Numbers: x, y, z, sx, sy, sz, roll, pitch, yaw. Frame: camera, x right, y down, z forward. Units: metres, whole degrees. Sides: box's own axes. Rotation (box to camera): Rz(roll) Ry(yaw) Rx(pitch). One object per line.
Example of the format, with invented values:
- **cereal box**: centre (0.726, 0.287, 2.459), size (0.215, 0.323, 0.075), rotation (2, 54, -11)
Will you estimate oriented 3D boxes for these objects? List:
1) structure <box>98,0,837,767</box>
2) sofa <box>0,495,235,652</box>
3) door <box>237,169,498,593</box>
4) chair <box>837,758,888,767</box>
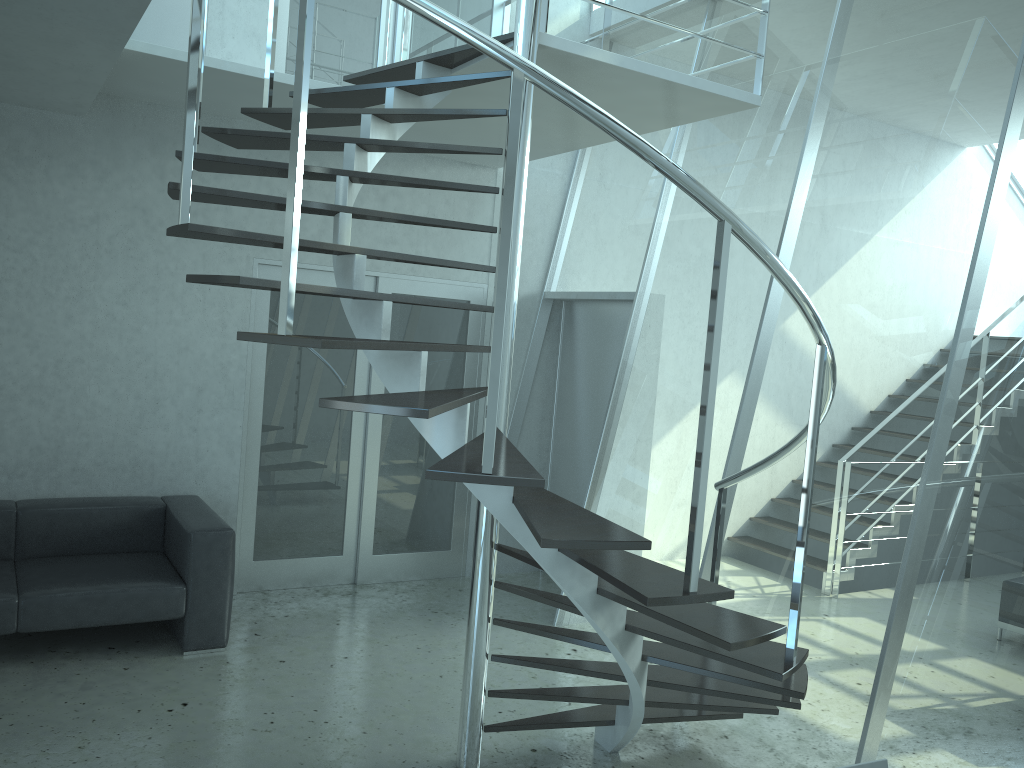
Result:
- **structure**: centre (-0.348, -0.542, 4.057), size (2.655, 4.156, 3.780), rotation (3, 4, -31)
- **sofa**: centre (-2.547, 0.989, 4.550), size (2.025, 0.652, 0.943), rotation (3, 4, -31)
- **door**: centre (-0.751, -0.045, 6.659), size (1.162, 3.200, 2.576), rotation (6, 3, 17)
- **chair**: centre (0.798, 1.333, 1.843), size (0.413, 0.857, 0.492), rotation (3, 4, -26)
